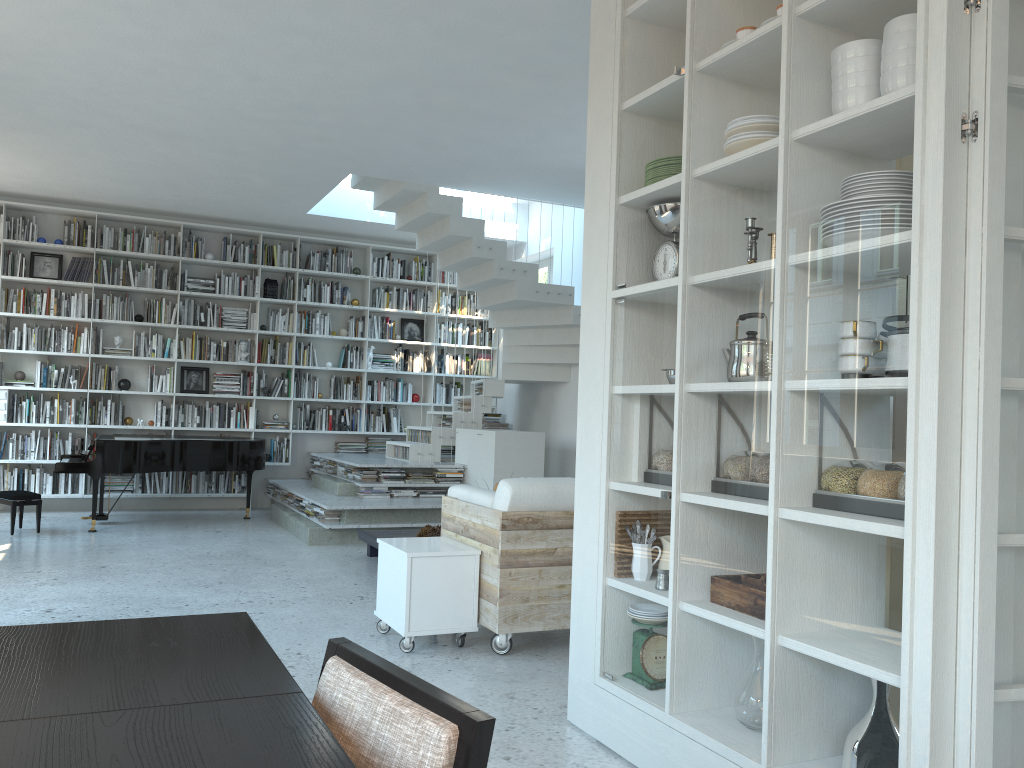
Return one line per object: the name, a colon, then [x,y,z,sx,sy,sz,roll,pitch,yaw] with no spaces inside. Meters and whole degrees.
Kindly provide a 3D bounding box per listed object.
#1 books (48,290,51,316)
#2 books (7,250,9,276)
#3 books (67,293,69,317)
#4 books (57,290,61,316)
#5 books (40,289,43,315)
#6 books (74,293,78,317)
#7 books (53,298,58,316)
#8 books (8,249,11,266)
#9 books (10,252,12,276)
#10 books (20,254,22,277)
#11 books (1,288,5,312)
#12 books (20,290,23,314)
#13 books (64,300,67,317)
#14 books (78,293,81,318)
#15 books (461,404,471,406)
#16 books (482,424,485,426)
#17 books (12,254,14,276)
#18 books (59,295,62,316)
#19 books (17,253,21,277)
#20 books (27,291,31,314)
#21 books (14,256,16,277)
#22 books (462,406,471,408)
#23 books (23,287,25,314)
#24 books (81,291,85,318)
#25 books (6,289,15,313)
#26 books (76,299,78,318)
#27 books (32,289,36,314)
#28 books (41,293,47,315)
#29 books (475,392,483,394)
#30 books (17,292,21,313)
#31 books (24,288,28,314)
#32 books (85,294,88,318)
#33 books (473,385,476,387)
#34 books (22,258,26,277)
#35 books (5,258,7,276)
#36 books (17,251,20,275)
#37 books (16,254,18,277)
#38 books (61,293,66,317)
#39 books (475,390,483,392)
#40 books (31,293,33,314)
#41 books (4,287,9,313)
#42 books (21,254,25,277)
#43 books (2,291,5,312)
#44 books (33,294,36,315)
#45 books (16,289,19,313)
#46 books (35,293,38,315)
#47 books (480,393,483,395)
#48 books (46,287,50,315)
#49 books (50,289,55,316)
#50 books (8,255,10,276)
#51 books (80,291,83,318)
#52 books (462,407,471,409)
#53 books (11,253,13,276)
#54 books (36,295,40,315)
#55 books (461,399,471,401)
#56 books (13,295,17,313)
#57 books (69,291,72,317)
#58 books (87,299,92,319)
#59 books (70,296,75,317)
books: [-4.794,-0.828,9.199,0.023,0.271,0.187,3,-2,-25]
books: [-5.140,-1.216,9.055,0.005,0.277,0.146,3,-2,-25]
books: [-4.651,-0.814,9.293,0.035,0.260,0.131,3,-2,-25]
books: [-4.726,-0.831,9.251,0.025,0.286,0.161,3,-2,-25]
books: [-4.870,-0.832,9.175,0.014,0.272,0.180,3,-2,-25]
books: [-4.577,-0.813,9.302,0.022,0.263,0.174,3,-2,-25]
books: [-4.740,-0.788,9.214,0.029,0.195,0.192,3,-2,-25]
books: [-5.136,-1.221,9.060,0.006,0.289,0.144,3,-2,-25]
books: [-5.113,-1.206,9.057,0.009,0.260,0.184,3,-2,-25]
books: [-5.030,-1.196,9.098,0.011,0.250,0.168,3,-2,-25]
books: [-5.190,-0.839,9.038,0.012,0.254,0.161,3,-2,-25]
books: [-5.025,-0.831,9.099,0.014,0.252,0.187,3,-2,-25]
books: [-4.670,-0.778,9.278,0.022,0.186,0.136,3,-2,-25]
books: [-4.553,-0.812,9.337,0.024,0.266,0.155,3,-2,-25]
books: [-0.421,0.231,9.563,0.231,0.011,0.171,2,-2,12]
books: [-0.268,0.504,10.838,0.206,0.015,0.144,3,-2,-28]
books: [-5.093,-1.198,9.053,0.004,0.246,0.189,3,-2,-25]
books: [-4.705,-0.804,9.248,0.013,0.232,0.171,3,-2,-25]
books: [-5.041,-1.202,9.083,0.023,0.258,0.183,3,-2,-25]
books: [-4.974,-0.826,9.134,0.047,0.249,0.134,3,-2,-25]
books: [-5.076,-1.184,9.067,0.018,0.218,0.186,3,-2,-25]
books: [-0.424,0.249,9.547,0.214,0.014,0.138,2,-2,3]
books: [-5.011,-0.844,9.110,0.020,0.281,0.164,3,-2,-25]
books: [-4.514,-0.822,9.337,0.022,0.289,0.169,3,-2,-25]
books: [-5.125,-0.838,9.067,0.062,0.258,0.153,3,-2,-25]
books: [-4.567,-0.783,9.320,0.013,0.206,0.172,3,-2,-25]
books: [-4.936,-0.838,9.153,0.012,0.277,0.150,3,-2,-25]
books: [-4.845,-0.814,9.192,0.047,0.238,0.162,3,-2,-25]
books: [-0.301,0.099,9.843,0.182,0.013,0.287,2,-2,-11]
books: [-5.046,-0.820,9.091,0.030,0.230,0.172,3,-2,-25]
books: [-4.992,-0.842,9.107,0.011,0.277,0.164,3,-2,-25]
books: [-4.487,-0.808,9.346,0.035,0.263,0.177,3,-2,-25]
books: [-0.329,0.022,10.142,0.190,0.015,0.230,2,-2,-11]
books: [-5.005,-1.177,9.099,0.012,0.214,0.185,3,-2,-25]
books: [-5.155,-1.180,9.049,0.015,0.207,0.172,3,-2,-25]
books: [-5.057,-1.213,9.086,0.005,0.281,0.190,3,-2,-25]
books: [-5.069,-1.195,9.082,0.019,0.243,0.153,3,-2,-25]
books: [-4.692,-0.817,9.270,0.029,0.260,0.157,3,-2,-25]
books: [-0.301,0.085,9.843,0.191,0.014,0.244,2,-2,-12]
books: [-4.950,-0.815,9.151,0.012,0.230,0.149,3,-2,-25]
books: [-5.152,-0.843,9.037,0.012,0.263,0.180,3,-2,-25]
books: [-5.019,-1.198,9.102,0.012,0.254,0.166,3,-2,-25]
books: [-5.171,-0.828,9.037,0.022,0.232,0.151,3,-2,-25]
books: [-4.920,-0.808,9.146,0.014,0.218,0.164,3,-2,-25]
books: [-5.065,-0.837,9.087,0.010,0.262,0.151,3,-2,-25]
books: [-4.911,-0.812,9.158,0.011,0.229,0.170,3,-2,-25]
books: [-0.273,0.113,9.850,0.130,0.014,0.249,2,-2,-12]
books: [-4.818,-0.845,9.208,0.014,0.304,0.151,3,-2,-25]
books: [-4.767,-0.834,9.205,0.030,0.285,0.185,3,-2,-25]
books: [-5.124,-1.191,9.048,0.009,0.228,0.184,3,-2,-25]
books: [-4.524,-0.824,9.319,0.012,0.291,0.182,3,-2,-25]
books: [-0.423,0.263,9.560,0.222,0.011,0.180,2,-2,7]
books: [-5.109,-1.200,9.069,0.010,0.249,0.166,3,-2,-25]
books: [-4.889,-0.806,9.161,0.031,0.217,0.173,3,-2,-25]
books: [-0.420,0.177,9.559,0.234,0.025,0.157,2,-2,13]
books: [-5.076,-0.805,9.063,0.026,0.195,0.175,3,-2,-25]
books: [-4.622,-0.824,9.286,0.012,0.281,0.188,3,-2,-25]
books: [-4.444,-0.776,9.339,0.039,0.202,0.236,3,-2,-25]
books: [-4.602,-0.798,9.291,0.030,0.230,0.172,3,-2,-25]
